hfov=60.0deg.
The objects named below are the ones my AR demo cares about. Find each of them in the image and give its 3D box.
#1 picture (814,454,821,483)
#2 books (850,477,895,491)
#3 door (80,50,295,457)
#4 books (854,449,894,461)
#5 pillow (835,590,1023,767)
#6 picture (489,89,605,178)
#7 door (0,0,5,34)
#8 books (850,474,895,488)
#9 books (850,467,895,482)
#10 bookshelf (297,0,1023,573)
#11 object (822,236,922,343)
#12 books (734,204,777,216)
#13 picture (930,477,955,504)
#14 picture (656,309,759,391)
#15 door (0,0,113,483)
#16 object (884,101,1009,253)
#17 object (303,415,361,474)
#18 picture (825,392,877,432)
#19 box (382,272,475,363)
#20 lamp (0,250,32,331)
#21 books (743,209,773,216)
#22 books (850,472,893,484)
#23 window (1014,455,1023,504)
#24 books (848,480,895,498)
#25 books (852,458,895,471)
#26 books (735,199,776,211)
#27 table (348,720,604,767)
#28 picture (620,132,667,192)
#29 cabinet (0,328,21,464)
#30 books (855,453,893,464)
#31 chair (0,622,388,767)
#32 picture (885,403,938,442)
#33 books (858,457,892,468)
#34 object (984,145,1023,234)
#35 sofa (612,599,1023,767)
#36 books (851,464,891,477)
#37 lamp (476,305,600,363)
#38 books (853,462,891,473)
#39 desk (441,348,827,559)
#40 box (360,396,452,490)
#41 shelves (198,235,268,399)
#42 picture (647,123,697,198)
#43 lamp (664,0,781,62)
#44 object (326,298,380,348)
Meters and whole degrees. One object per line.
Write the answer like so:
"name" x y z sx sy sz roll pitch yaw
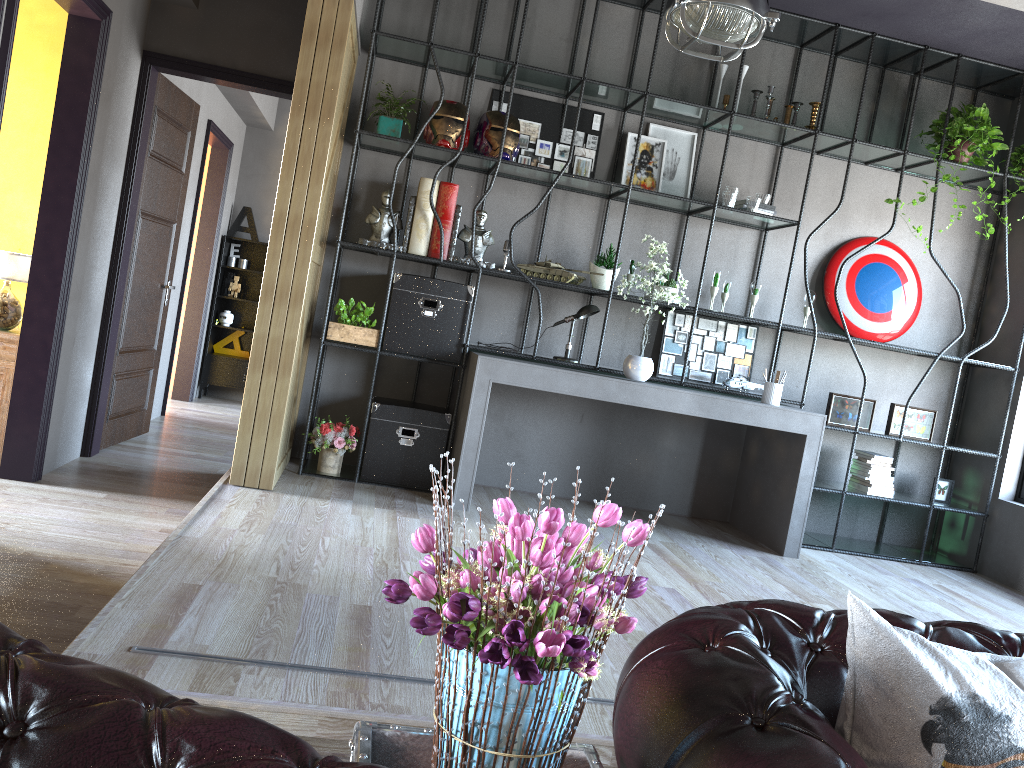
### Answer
"picture" 1.947 0.549 5.887 0.172 0.190 0.036 10 3 -9
"books" 2.411 0.670 5.947 0.175 0.023 0.250 9 4 -14
"door" -2.022 -0.756 6.131 1.149 2.542 1.130 10 3 -9
"books" 2.423 0.476 5.943 0.159 0.024 0.201 9 4 -19
"pillow" 0.776 0.616 1.465 0.528 0.468 0.283 10 3 -6
"picture" 0.203 -1.584 5.737 0.749 0.503 0.058 10 3 -9
"door" -2.191 -0.585 3.030 0.219 2.538 1.004 10 3 -9
"books" 2.415 0.647 5.946 0.175 0.023 0.250 10 4 -9
"books" 2.405 0.604 5.950 0.193 0.028 0.246 9 4 -14
"bookshelf" 1.164 -0.728 5.722 4.481 3.280 0.527 10 3 -9
"object" 2.488 -0.648 6.102 0.750 0.739 0.186 10 3 -9
"books" 1.592 -1.143 5.845 0.243 0.024 0.175 9 4 -13
"picture" 2.946 0.729 6.069 0.137 0.165 0.032 10 3 -9
"picture" 1.322 -0.224 5.972 0.665 0.447 0.051 10 3 -9
"door" -2.790 -0.763 4.114 1.098 2.542 1.151 10 3 -9
"object" 2.761 -1.315 5.703 0.720 1.025 0.650 11 3 9
"object" -1.103 0.350 5.367 0.345 0.362 0.332 10 3 -6
"picture" 2.208 0.184 5.792 0.313 0.212 0.049 10 3 -9
"box" -0.526 -0.415 5.484 0.488 0.480 0.374 10 3 -9
"lamp" -2.894 -0.225 4.977 0.290 1.044 0.442 8 4 -36
"books" 1.575 -1.121 5.842 0.166 0.024 0.228 8 4 -30
"books" 2.402 0.625 5.953 0.192 0.014 0.255 10 4 -6
"window" 3.649 -0.104 5.010 0.107 1.959 1.697 10 3 -9
"books" 2.405 0.702 5.947 0.192 0.043 0.248 10 4 -9
"books" 2.421 0.539 5.947 0.174 0.019 0.244 10 4 -9
"books" 1.589 -1.170 5.836 0.225 0.029 0.179 9 4 -17
"table" -0.080 0.888 1.288 0.417 0.609 0.406 10 3 -9
"picture" 0.854 -1.410 5.773 0.267 0.413 0.101 10 3 -9
"cabinet" -3.413 -0.023 4.912 1.431 0.749 0.409 10 3 -9
"books" 2.427 0.498 5.951 0.155 0.020 0.205 10 4 -9
"chair" -0.895 0.670 0.558 1.246 0.844 1.492 11 4 21
"picture" 2.638 0.255 5.861 0.313 0.212 0.048 10 3 -9
"books" 2.426 0.519 5.938 0.162 0.023 0.231 11 4 6
"object" 3.295 -1.272 5.784 0.445 0.633 0.401 11 3 9
"sofa" 1.404 1.022 1.521 2.565 0.837 1.241 10 3 -10
"books" 2.407 0.579 5.956 0.158 0.021 0.224 10 4 -9
"lamp" 0.175 -0.368 5.618 0.740 0.370 0.205 11 3 15
"books" 2.417 0.559 5.954 0.155 0.022 0.205 9 4 -14
"desk" 0.707 0.410 5.566 2.128 0.885 0.846 10 3 -9
"box" -0.664 0.357 5.522 0.488 0.480 0.374 10 3 -9
"shelves" -2.628 -0.617 9.208 0.911 1.676 0.354 10 3 -9
"picture" 1.029 -1.435 5.840 0.332 0.514 0.119 10 3 -9
"lamp" 1.002 -2.138 4.160 0.534 1.148 0.516 8 3 -32
"object" -0.925 -0.374 5.269 0.304 0.265 0.181 10 3 -9
